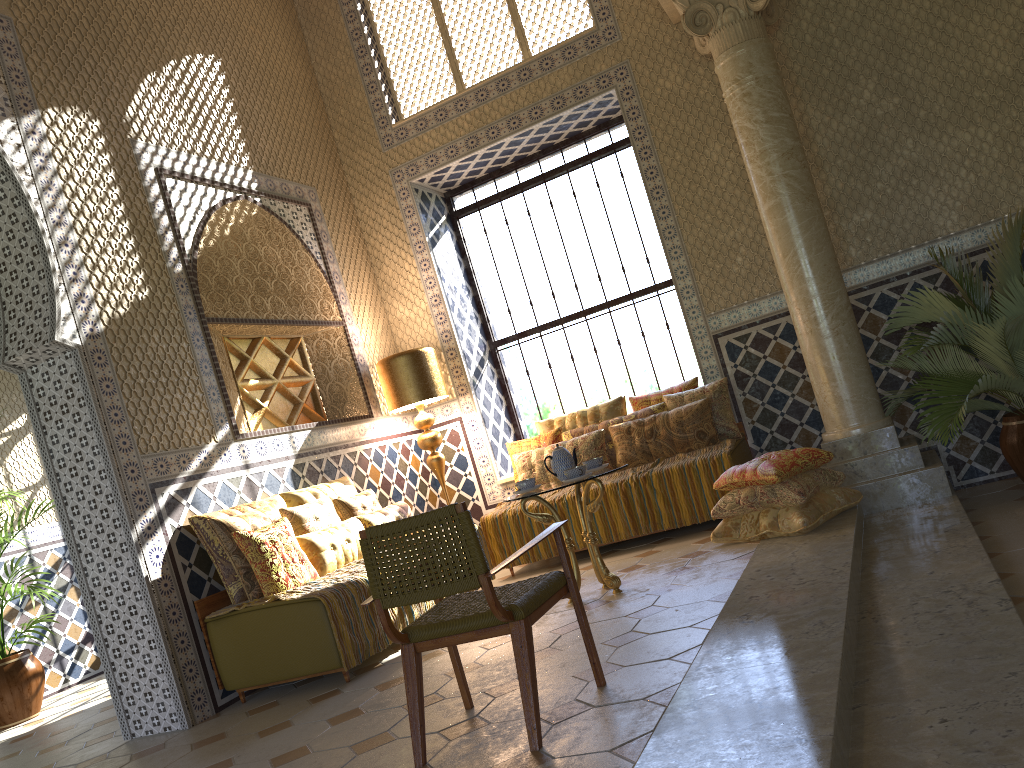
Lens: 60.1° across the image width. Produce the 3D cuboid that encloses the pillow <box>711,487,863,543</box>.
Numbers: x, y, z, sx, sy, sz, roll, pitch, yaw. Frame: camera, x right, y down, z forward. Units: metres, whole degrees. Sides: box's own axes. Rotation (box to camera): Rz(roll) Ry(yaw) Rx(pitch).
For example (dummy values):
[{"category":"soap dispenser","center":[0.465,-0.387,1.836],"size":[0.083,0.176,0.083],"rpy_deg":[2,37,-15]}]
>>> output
[{"category":"pillow","center":[2.453,1.165,7.931],"size":[1.035,0.368,1.000],"rpy_deg":[-13,-5,-42]}]

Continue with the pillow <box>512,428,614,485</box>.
[{"category":"pillow","center":[0.563,0.932,10.131],"size":[1.198,0.546,0.327],"rpy_deg":[-18,-2,23]}]

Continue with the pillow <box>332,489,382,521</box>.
[{"category":"pillow","center":[-1.472,1.401,9.001],"size":[0.315,0.637,0.678],"rpy_deg":[-17,-2,23]}]

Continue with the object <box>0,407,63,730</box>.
[{"category":"object","center":[-6.131,2.128,9.850],"size":[2.271,3.549,2.739],"rpy_deg":[-17,-2,26]}]

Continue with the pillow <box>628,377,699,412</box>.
[{"category":"pillow","center":[1.807,0.421,10.125],"size":[0.861,0.800,0.391],"rpy_deg":[-18,-2,23]}]

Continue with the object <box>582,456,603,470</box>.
[{"category":"object","center":[0.710,0.701,7.679],"size":[0.184,0.100,0.183],"rpy_deg":[-17,-3,11]}]

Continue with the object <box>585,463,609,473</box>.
[{"category":"object","center":[0.721,0.738,7.679],"size":[0.256,0.032,0.256],"rpy_deg":[-17,-4,1]}]

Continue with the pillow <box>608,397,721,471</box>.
[{"category":"pillow","center":[1.642,0.576,9.653],"size":[1.198,0.546,0.327],"rpy_deg":[-18,-2,23]}]

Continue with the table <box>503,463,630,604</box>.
[{"category":"table","center":[0.589,1.285,7.409],"size":[1.093,0.979,1.110],"rpy_deg":[-15,-3,-38]}]

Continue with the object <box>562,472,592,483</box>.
[{"category":"object","center":[0.523,0.754,7.076],"size":[0.257,0.032,0.255],"rpy_deg":[-18,-4,19]}]

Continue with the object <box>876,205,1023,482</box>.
[{"category":"object","center":[4.563,-0.283,7.710],"size":[2.649,2.500,2.162],"rpy_deg":[-17,-2,9]}]

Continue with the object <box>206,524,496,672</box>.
[{"category":"object","center":[-1.324,1.947,8.225],"size":[1.322,0.717,2.874],"rpy_deg":[-18,-4,22]}]

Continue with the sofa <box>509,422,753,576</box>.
[{"category":"sofa","center":[1.232,1.309,9.870],"size":[2.866,0.936,1.268],"rpy_deg":[-18,-3,23]}]

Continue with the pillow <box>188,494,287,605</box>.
[{"category":"pillow","center":[-2.247,1.443,7.893],"size":[0.425,0.831,1.187],"rpy_deg":[-17,-3,22]}]

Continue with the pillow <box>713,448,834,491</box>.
[{"category":"pillow","center":[2.327,0.774,7.921],"size":[0.742,0.310,0.811],"rpy_deg":[-14,-4,-33]}]

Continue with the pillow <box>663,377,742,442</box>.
[{"category":"pillow","center":[2.078,0.360,9.710],"size":[0.745,0.692,0.339],"rpy_deg":[-18,-2,23]}]

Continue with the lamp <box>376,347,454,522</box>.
[{"category":"lamp","center":[-0.887,0.994,10.592],"size":[0.735,2.811,0.739],"rpy_deg":[-16,-1,-8]}]

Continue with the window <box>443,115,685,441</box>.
[{"category":"window","center":[-1.724,-0.270,12.361],"size":[8.527,3.987,0.572],"rpy_deg":[-18,-1,19]}]

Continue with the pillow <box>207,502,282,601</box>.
[{"category":"pillow","center":[-2.142,1.435,7.608],"size":[0.386,0.779,0.830],"rpy_deg":[-17,-2,23]}]

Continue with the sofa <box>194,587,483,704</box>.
[{"category":"sofa","center":[-1.371,1.972,8.260],"size":[1.281,0.936,2.838],"rpy_deg":[-18,-4,22]}]

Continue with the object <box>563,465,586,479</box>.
[{"category":"object","center":[0.513,0.718,7.076],"size":[0.184,0.100,0.183],"rpy_deg":[-18,-3,19]}]

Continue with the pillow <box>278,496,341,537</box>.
[{"category":"pillow","center":[-1.784,1.411,8.263],"size":[0.342,0.692,0.738],"rpy_deg":[-17,-2,23]}]

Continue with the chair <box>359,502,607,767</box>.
[{"category":"chair","center":[-0.190,1.205,4.673],"size":[0.956,1.208,0.902],"rpy_deg":[-17,-2,23]}]

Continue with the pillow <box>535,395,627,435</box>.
[{"category":"pillow","center":[0.865,0.697,10.477],"size":[1.199,0.831,0.420],"rpy_deg":[-18,-2,23]}]

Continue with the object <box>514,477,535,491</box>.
[{"category":"object","center":[0.121,0.869,7.557],"size":[0.184,0.100,0.183],"rpy_deg":[-17,-3,4]}]

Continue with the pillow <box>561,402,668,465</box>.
[{"category":"pillow","center":[1.200,0.680,10.080],"size":[1.349,0.615,0.368],"rpy_deg":[-18,-2,23]}]

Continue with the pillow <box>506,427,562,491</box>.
[{"category":"pillow","center":[0.310,0.943,10.493],"size":[0.745,0.692,0.339],"rpy_deg":[-18,-2,23]}]

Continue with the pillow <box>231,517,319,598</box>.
[{"category":"pillow","center":[-1.939,1.457,7.373],"size":[0.347,0.650,0.682],"rpy_deg":[-17,-2,22]}]

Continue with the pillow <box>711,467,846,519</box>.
[{"category":"pillow","center":[2.375,0.978,7.932],"size":[0.940,0.347,0.874],"rpy_deg":[-20,-5,43]}]

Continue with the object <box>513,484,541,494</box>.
[{"category":"object","center":[0.132,0.905,7.557],"size":[0.256,0.032,0.256],"rpy_deg":[-17,-4,1]}]

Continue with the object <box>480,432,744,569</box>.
[{"category":"object","center":[1.170,1.315,9.828],"size":[2.903,0.717,1.309],"rpy_deg":[-18,-4,23]}]

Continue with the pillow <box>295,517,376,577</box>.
[{"category":"pillow","center":[-1.589,1.505,8.100],"size":[0.273,0.450,0.978],"rpy_deg":[-17,-3,22]}]

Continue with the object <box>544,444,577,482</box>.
[{"category":"object","center":[0.422,0.659,7.454],"size":[0.274,0.323,0.198],"rpy_deg":[-17,-2,12]}]

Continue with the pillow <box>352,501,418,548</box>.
[{"category":"pillow","center":[-1.235,1.460,8.962],"size":[0.273,0.450,0.978],"rpy_deg":[-17,-3,22]}]

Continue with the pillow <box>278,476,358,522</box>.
[{"category":"pillow","center":[-1.795,1.386,8.995],"size":[0.425,0.831,1.187],"rpy_deg":[-17,-3,22]}]
